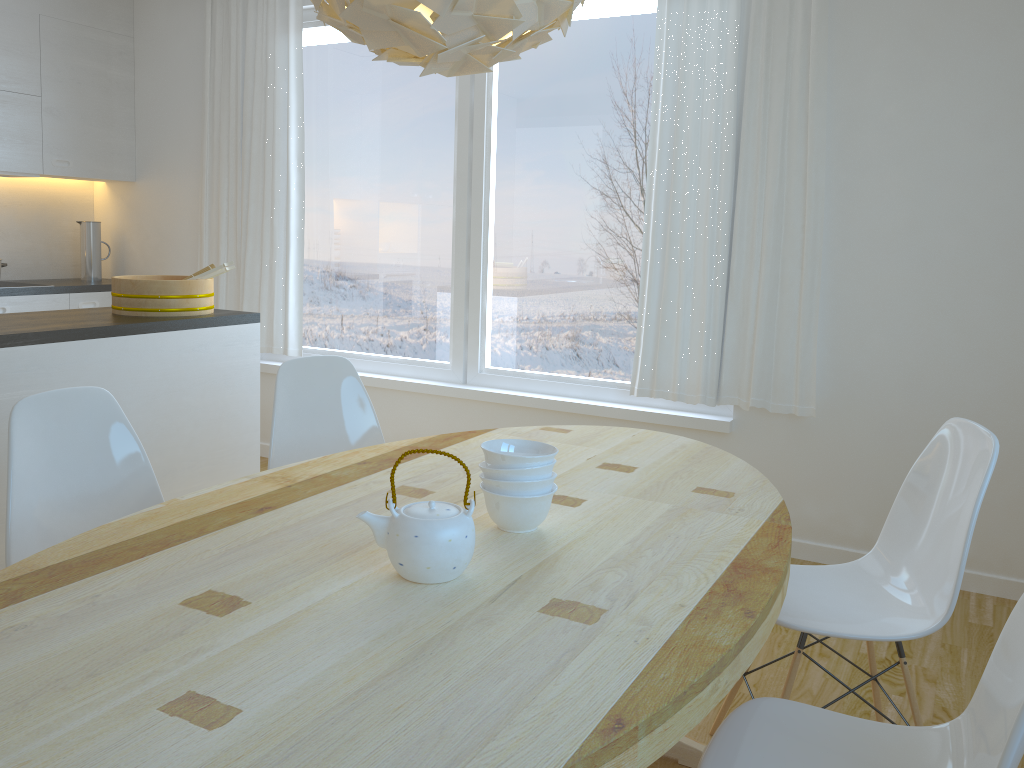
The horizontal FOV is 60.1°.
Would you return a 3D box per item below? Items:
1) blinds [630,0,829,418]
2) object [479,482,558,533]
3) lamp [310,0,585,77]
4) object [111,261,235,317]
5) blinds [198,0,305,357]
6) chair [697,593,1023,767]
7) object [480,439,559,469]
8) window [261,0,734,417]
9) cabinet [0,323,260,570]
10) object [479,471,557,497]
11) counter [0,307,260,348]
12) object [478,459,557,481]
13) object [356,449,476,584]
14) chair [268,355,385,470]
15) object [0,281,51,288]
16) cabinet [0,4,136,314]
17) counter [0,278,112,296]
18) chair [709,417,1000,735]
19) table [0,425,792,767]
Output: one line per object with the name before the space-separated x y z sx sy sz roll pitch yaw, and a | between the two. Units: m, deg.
blinds | 0.885 -0.969 3.575 0.797 2.145 0.150 5 7 28
object | 0.012 0.237 1.721 0.152 0.082 0.153 -2 9 -22
lamp | -0.118 -1.122 1.580 0.648 1.127 0.642 5 8 27
object | -1.354 -0.391 3.508 0.430 0.213 0.381 -4 10 -33
blinds | -1.463 -1.247 4.820 0.796 2.145 0.150 5 7 28
chair | 0.535 0.634 1.354 0.524 0.895 0.432 5 8 28
object | 0.013 0.162 1.718 0.152 0.086 0.153 -4 10 -33
window | -0.188 -0.952 4.379 2.733 1.905 0.089 6 7 28
cabinet | -1.868 0.327 2.731 0.602 0.903 2.414 5 10 28
object | 0.011 0.214 1.722 0.152 0.092 0.152 -2 9 -23
counter | -1.854 -0.142 2.682 0.602 0.040 2.414 7 11 27
object | 0.009 0.190 1.721 0.151 0.095 0.152 10 12 44
object | -0.146 0.209 1.472 0.178 0.210 0.148 6 8 27
chair | -0.458 0.393 2.618 0.431 0.895 0.526 -4 9 -42
object | -2.861 -0.510 4.602 0.563 0.013 0.657 7 11 28
cabinet | -3.080 -0.722 4.011 0.482 2.284 3.218 5 9 28
counter | -2.861 -0.492 4.599 0.602 0.040 2.012 7 11 27
chair | 0.784 0.521 2.073 0.523 0.895 0.433 2 7 3
table | -0.126 0.639 1.726 1.196 0.720 2.202 6 10 26
